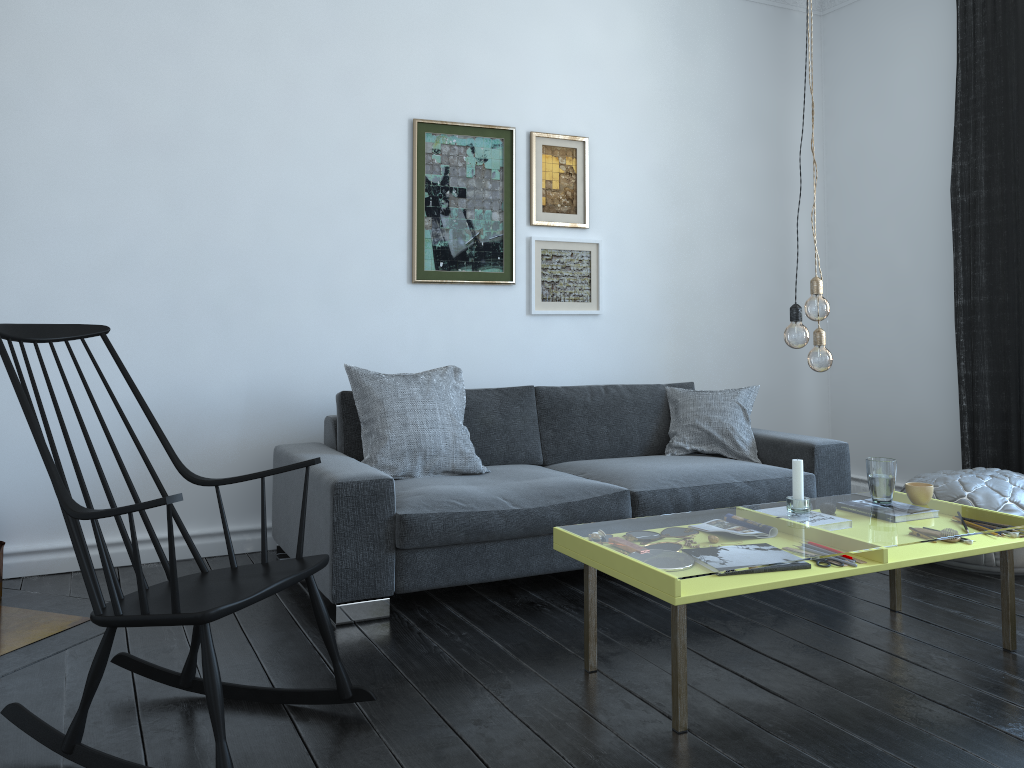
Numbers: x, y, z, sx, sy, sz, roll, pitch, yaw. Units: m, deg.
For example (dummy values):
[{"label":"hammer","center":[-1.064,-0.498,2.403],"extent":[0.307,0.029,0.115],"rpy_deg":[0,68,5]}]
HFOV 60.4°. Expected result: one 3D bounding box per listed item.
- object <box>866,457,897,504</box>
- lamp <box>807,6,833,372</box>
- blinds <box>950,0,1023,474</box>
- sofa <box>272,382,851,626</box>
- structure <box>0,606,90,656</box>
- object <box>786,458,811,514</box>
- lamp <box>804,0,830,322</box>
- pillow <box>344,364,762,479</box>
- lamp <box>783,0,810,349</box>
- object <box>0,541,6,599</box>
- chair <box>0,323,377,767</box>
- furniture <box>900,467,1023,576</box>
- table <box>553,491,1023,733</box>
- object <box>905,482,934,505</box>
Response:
[{"label":"object","center":[1.261,0.330,3.003],"extent":[0.097,0.147,0.097],"rpy_deg":[-1,-1,25]},{"label":"lamp","center":[0.939,-0.787,2.719],"extent":[0.074,1.506,0.088],"rpy_deg":[0,-3,-2]},{"label":"blinds","center":[2.453,-0.777,4.224],"extent":[0.112,2.991,0.801],"rpy_deg":[2,-3,-27]},{"label":"sofa","center":[0.246,0.385,3.896],"extent":[2.372,0.727,1.083],"rpy_deg":[-1,2,-26]},{"label":"structure","center":[-2.147,-0.641,2.963],"extent":[1.269,2.907,0.774],"rpy_deg":[-1,-3,19]},{"label":"object","center":[0.924,0.327,2.843],"extent":[0.074,0.174,0.074],"rpy_deg":[0,-2,9]},{"label":"lamp","center":[0.918,-0.940,2.690],"extent":[0.074,1.506,0.074],"rpy_deg":[-1,-3,21]},{"label":"pillow","center":[0.259,0.140,4.034],"extent":[2.054,0.495,0.477],"rpy_deg":[-1,0,-21]},{"label":"lamp","center":[0.855,-0.856,2.667],"extent":[0.086,1.506,0.074],"rpy_deg":[-2,-4,25]},{"label":"object","center":[-1.948,0.691,3.208],"extent":[0.174,0.200,0.171],"rpy_deg":[0,0,-36]},{"label":"chair","center":[-0.859,0.352,2.198],"extent":[0.905,1.011,0.610],"rpy_deg":[0,-1,19]},{"label":"furniture","center":[2.031,0.566,3.806],"extent":[0.679,0.384,0.679],"rpy_deg":[-1,2,-26]},{"label":"table","center":[0.883,0.625,2.649],"extent":[1.400,0.401,0.600],"rpy_deg":[-1,2,-26]},{"label":"object","center":[1.374,0.373,2.970],"extent":[0.087,0.067,0.087],"rpy_deg":[0,1,2]}]
